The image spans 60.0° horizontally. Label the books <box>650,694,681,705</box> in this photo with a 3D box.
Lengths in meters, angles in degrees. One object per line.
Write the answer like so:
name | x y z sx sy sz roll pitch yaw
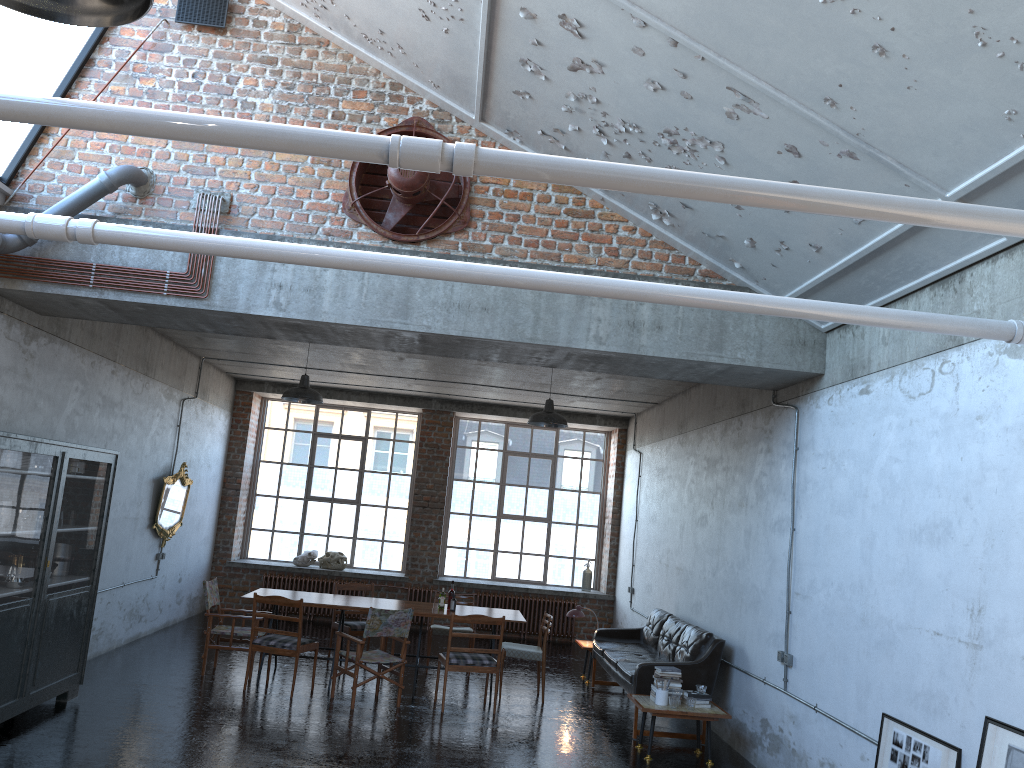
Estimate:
books | 1.429 2.938 8.266 0.248 0.043 0.192 6 -8 -3

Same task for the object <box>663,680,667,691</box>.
object | 1.399 2.825 8.145 0.023 0.204 0.037 -1 -10 36

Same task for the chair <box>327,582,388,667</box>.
chair | -1.910 3.039 11.113 0.573 1.028 0.509 12 -11 -38

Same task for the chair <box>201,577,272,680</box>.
chair | -3.130 2.747 9.986 0.713 1.031 0.574 6 -8 -3

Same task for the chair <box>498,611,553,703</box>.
chair | 0.143 3.111 10.179 0.577 0.971 0.589 6 -8 -3

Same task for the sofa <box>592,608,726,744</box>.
sofa | 1.537 3.133 9.937 0.929 1.045 2.610 6 -8 -3

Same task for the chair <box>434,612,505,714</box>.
chair | -0.452 2.913 9.324 0.573 1.028 0.509 7 -9 -14

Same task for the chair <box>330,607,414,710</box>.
chair | -1.438 2.780 9.137 0.574 1.031 0.713 11 -10 -33

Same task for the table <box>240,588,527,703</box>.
table | -1.465 2.976 10.111 3.112 0.917 1.067 6 -8 -3

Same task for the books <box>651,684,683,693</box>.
books | 1.447 2.847 8.296 0.245 0.028 0.193 7 -8 -8

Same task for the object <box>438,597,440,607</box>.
object | -0.816 2.512 10.297 0.077 0.173 0.077 8 -9 -17

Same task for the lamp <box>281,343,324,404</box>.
lamp | -2.456 -0.238 10.623 0.502 0.891 0.502 5 -8 1

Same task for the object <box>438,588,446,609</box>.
object | -0.799 2.462 10.189 0.070 0.235 0.041 6 -8 -4

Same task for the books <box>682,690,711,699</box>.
books | 1.706 2.886 8.249 0.225 0.029 0.179 7 -8 -11

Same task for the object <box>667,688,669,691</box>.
object | 1.396 2.840 8.096 0.068 0.159 0.009 4 -8 10

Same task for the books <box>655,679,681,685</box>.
books | 1.459 2.781 8.301 0.205 0.022 0.155 7 -8 -8

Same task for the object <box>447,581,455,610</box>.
object | -0.698 2.436 10.240 0.075 0.324 0.075 2 -9 22

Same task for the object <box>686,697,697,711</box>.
object | 1.615 2.886 7.995 0.092 0.099 0.092 9 -9 -25

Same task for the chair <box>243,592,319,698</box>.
chair | -2.399 2.732 9.328 0.573 1.028 0.509 3 -9 16

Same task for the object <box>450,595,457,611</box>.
object | -0.666 2.493 10.106 0.051 0.180 0.097 10 -10 -31

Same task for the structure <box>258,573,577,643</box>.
structure | -1.538 3.753 14.832 5.349 0.713 0.232 6 -8 -3

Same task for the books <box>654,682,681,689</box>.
books | 1.457 2.823 8.296 0.221 0.023 0.147 6 -8 -4

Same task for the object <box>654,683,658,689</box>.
object | 1.351 2.826 8.119 0.137 0.190 0.009 5 -8 0

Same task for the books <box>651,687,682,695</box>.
books | 1.447 2.868 8.292 0.255 0.014 0.192 5 -8 0

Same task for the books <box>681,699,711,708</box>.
books | 1.704 2.964 8.237 0.179 0.034 0.243 8 -9 -20

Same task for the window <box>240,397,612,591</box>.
window | 2.589 4.064 16.262 19.864 12.900 0.747 6 -8 -3

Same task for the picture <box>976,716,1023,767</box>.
picture | 2.419 2.287 4.112 0.233 1.215 1.095 6 -8 -3

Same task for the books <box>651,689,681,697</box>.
books | 1.436 2.884 8.273 0.249 0.023 0.175 6 -8 -3

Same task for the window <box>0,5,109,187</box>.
window | -3.260 -3.244 3.371 0.994 2.404 8.048 6 -8 -3

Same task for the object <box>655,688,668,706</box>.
object | 1.369 2.861 8.102 0.110 0.137 0.110 6 -8 -3

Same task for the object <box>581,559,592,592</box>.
object | 1.322 3.356 15.565 0.172 0.551 0.172 -2 -11 40

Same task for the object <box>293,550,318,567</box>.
object | -3.542 2.992 15.229 0.281 0.281 0.575 2 -9 23

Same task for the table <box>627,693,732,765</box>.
table | 1.505 3.176 8.139 0.811 0.458 0.649 6 -8 -3

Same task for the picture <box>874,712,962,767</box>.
picture | 2.366 2.578 5.310 0.135 0.994 0.889 6 -8 -3

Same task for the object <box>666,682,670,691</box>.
object | 1.416 2.811 8.117 0.062 0.169 0.009 6 -8 -4

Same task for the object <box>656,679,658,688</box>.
object | 1.337 2.818 8.134 0.046 0.202 0.023 0 -10 32

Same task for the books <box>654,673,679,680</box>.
books | 1.449 2.739 8.307 0.231 0.023 0.162 4 -8 12

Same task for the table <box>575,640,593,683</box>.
table | 1.259 3.658 11.591 0.811 0.458 0.649 6 -8 -3

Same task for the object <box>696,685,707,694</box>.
object | 1.758 2.839 8.236 0.103 0.068 0.103 10 -10 -30

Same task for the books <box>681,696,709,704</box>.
books | 1.697 2.935 8.246 0.166 0.024 0.227 9 -9 -24

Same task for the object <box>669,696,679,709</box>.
object | 1.454 2.870 7.986 0.092 0.099 0.092 9 -9 -25

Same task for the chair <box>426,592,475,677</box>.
chair | -0.776 3.194 11.336 0.589 0.971 0.577 6 -8 -3

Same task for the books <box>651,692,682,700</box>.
books | 1.434 2.906 8.270 0.249 0.023 0.175 6 -8 -8

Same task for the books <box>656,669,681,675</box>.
books | 1.466 2.697 8.314 0.205 0.020 0.155 6 -8 -3

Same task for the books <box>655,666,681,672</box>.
books | 1.462 2.677 8.326 0.201 0.024 0.159 7 -9 -13

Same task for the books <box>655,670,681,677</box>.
books | 1.464 2.720 8.321 0.209 0.023 0.167 7 -8 -9

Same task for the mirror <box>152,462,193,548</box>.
mirror | -4.625 1.654 12.149 0.172 1.182 1.339 6 -8 -3

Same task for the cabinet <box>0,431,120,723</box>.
cabinet | -4.118 1.593 7.275 0.572 2.297 2.386 6 -8 -3

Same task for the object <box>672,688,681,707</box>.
object | 1.497 2.862 8.095 0.087 0.155 0.087 10 -10 -30

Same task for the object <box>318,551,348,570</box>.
object | -3.091 3.017 15.194 0.418 0.305 0.625 10 -10 -29

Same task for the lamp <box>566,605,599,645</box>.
lamp | 0.945 3.157 11.622 0.496 0.492 0.220 7 -8 -11

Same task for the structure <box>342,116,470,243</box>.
structure | -0.854 -1.702 7.461 1.058 1.096 0.808 6 -8 -3

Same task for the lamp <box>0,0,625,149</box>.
lamp | -0.145 -1.498 4.307 0.945 2.025 5.320 3 -9 15

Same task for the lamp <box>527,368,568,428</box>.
lamp | 0.472 0.059 10.790 0.502 0.891 0.502 5 -8 1

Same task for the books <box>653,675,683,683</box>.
books | 1.455 2.760 8.305 0.244 0.019 0.174 6 -8 -3

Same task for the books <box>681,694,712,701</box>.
books | 1.712 2.914 8.252 0.243 0.024 0.175 6 -8 -7

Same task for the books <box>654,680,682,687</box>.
books | 1.458 2.803 8.304 0.224 0.021 0.158 6 -8 -3

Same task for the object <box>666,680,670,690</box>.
object | 1.416 2.805 8.131 0.052 0.185 0.009 6 -8 -1
